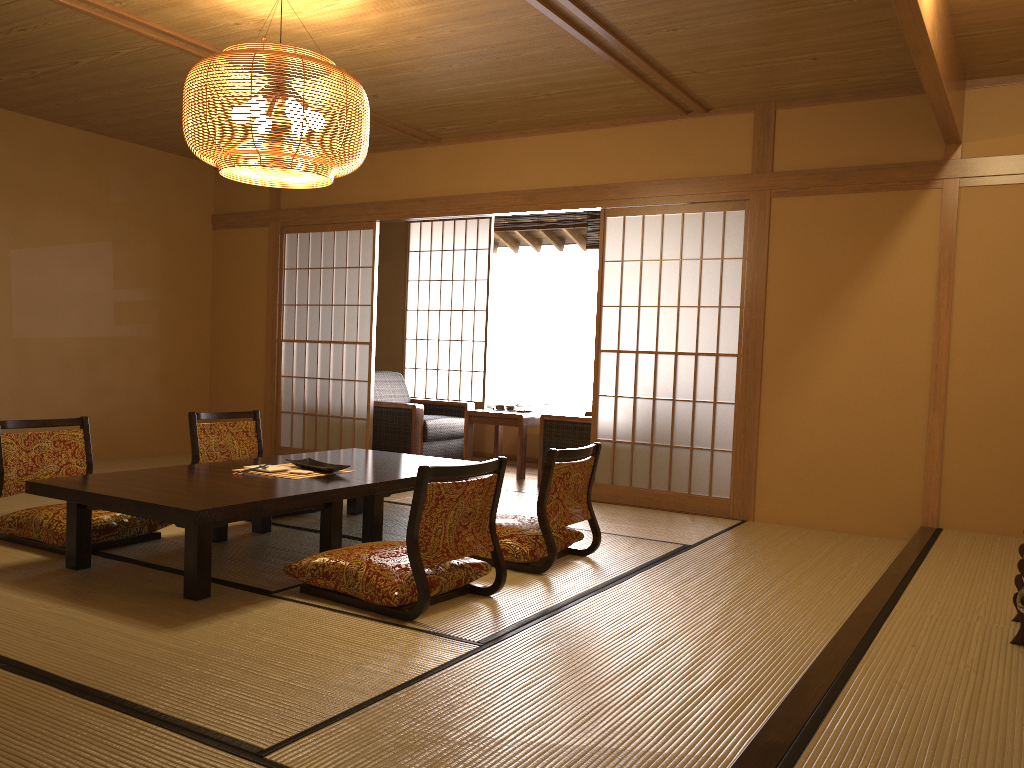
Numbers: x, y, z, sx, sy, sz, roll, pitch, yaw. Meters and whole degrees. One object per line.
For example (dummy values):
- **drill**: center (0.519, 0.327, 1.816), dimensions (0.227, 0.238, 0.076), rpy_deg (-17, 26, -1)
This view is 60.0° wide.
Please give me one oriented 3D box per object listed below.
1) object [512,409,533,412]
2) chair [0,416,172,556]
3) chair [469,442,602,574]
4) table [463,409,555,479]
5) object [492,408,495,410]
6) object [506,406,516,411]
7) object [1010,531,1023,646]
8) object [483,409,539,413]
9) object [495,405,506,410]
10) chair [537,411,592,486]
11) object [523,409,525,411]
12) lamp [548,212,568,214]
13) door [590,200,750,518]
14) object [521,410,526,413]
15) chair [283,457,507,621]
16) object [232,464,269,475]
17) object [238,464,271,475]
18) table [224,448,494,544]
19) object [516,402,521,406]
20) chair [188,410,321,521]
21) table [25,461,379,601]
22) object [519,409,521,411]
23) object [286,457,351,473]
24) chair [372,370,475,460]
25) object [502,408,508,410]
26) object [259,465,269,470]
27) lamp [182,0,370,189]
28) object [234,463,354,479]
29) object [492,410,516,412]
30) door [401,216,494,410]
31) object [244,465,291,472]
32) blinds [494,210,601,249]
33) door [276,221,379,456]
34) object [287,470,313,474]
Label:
- **object**: center (0.087, 0.216, 7.133), dimensions (0.131, 0.015, 0.181), rpy_deg (2, 2, -14)
- **chair**: center (-2.017, 0.451, 4.137), dimensions (0.698, 0.547, 0.582), rpy_deg (3, 2, 30)
- **chair**: center (0.010, 0.532, 4.135), dimensions (0.698, 0.547, 0.582), rpy_deg (3, 2, 30)
- **table**: center (-0.018, 0.470, 7.180), dimensions (0.540, 0.500, 0.540), rpy_deg (4, 2, 31)
- **object**: center (-0.154, 0.202, 7.237), dimensions (0.015, 0.018, 0.050), rpy_deg (2, 2, -18)
- **object**: center (-0.007, 0.198, 7.263), dimensions (0.084, 0.037, 0.084), rpy_deg (3, 2, 22)
- **object**: center (1.706, 0.616, 2.903), dimensions (0.104, 0.399, 1.020), rpy_deg (4, 2, 30)
- **object**: center (-0.008, 0.220, 7.167), dimensions (0.401, 0.003, 0.300), rpy_deg (3, 2, 31)
- **object**: center (-0.094, 0.193, 7.311), dimensions (0.084, 0.037, 0.084), rpy_deg (1, 2, -31)
- **chair**: center (0.791, 0.382, 6.655), dimensions (0.943, 0.780, 0.872), rpy_deg (4, 2, 31)
- **object**: center (0.092, 0.206, 7.135), dimensions (0.006, 0.007, 0.230), rpy_deg (2, 2, -4)
- **lamp**: center (0.333, -1.671, 6.867), dimensions (0.330, 0.682, 0.330), rpy_deg (4, 3, 30)
- **door**: center (0.984, -0.168, 5.659), dimensions (0.991, 1.936, 0.040), rpy_deg (4, 3, 30)
- **object**: center (0.093, 0.218, 7.015), dimensions (0.050, 0.018, 0.015), rpy_deg (3, 2, 17)
- **chair**: center (-0.419, 0.535, 3.398), dimensions (0.686, 0.547, 0.582), rpy_deg (4, 3, 35)
- **object**: center (-1.187, 0.389, 4.041), dimensions (0.006, 0.030, 0.229), rpy_deg (4, 2, 28)
- **object**: center (-1.170, 0.389, 4.036), dimensions (0.006, 0.030, 0.229), rpy_deg (3, 2, 22)
- **table**: center (-0.768, 0.584, 4.585), dimensions (0.994, 0.357, 0.994), rpy_deg (3, 2, 31)
- **object**: center (0.020, 0.176, 7.264), dimensions (0.117, 0.068, 0.038), rpy_deg (2, 2, -4)
- **chair**: center (-1.469, 0.447, 5.076), dimensions (0.686, 0.547, 0.582), rpy_deg (4, 3, 35)
- **table**: center (-1.272, 0.587, 3.728), dimensions (0.994, 0.357, 0.994), rpy_deg (3, 2, 31)
- **object**: center (0.070, 0.205, 7.128), dimensions (0.006, 0.007, 0.230), rpy_deg (2, 2, 5)
- **object**: center (-0.920, 0.388, 4.192), dimensions (0.349, 0.039, 0.129), rpy_deg (4, 2, 44)
- **chair**: center (-0.925, 0.285, 7.667), dimensions (0.943, 0.780, 0.872), rpy_deg (4, 2, 31)
- **object**: center (-0.095, 0.202, 7.183), dimensions (0.130, 0.026, 0.038), rpy_deg (3, 2, 15)
- **object**: center (-1.148, 0.388, 4.104), dimensions (0.050, 0.018, 0.015), rpy_deg (3, 2, 27)
- **lamp**: center (-1.029, -1.327, 3.919), dimensions (0.798, 0.826, 0.798), rpy_deg (1, 3, -36)
- **object**: center (-1.019, 0.406, 4.154), dimensions (0.401, 0.003, 0.398), rpy_deg (3, 2, 31)
- **object**: center (-0.073, 0.215, 7.106), dimensions (0.230, 0.007, 0.006), rpy_deg (3, 2, 26)
- **door**: center (-0.638, -0.684, 8.538), dimensions (0.991, 1.875, 0.040), rpy_deg (4, 3, 30)
- **object**: center (-1.136, 0.394, 4.113), dimensions (0.180, 0.014, 0.130), rpy_deg (3, 2, 32)
- **blinds**: center (0.668, -1.485, 7.816), dimensions (1.931, 0.595, 0.048), rpy_deg (3, 3, 30)
- **door**: center (-1.498, -0.308, 7.123), dimensions (0.991, 1.936, 0.040), rpy_deg (4, 3, 30)
- **object**: center (-0.969, 0.405, 4.057), dimensions (0.099, 0.013, 0.067), rpy_deg (3, 2, 14)
